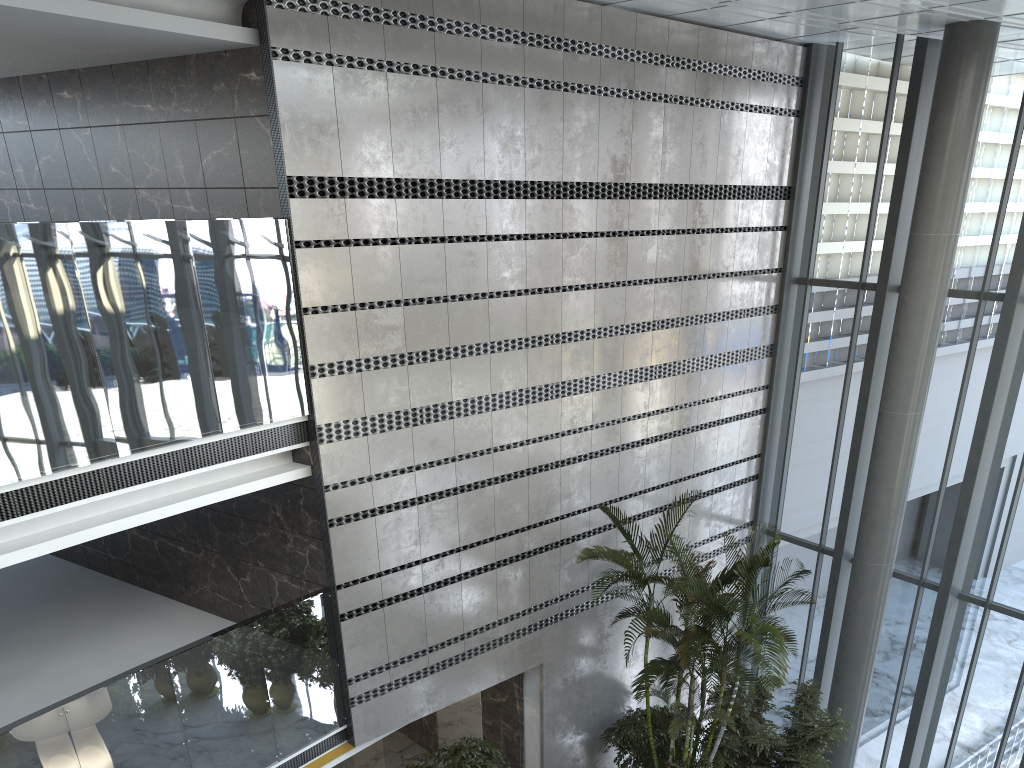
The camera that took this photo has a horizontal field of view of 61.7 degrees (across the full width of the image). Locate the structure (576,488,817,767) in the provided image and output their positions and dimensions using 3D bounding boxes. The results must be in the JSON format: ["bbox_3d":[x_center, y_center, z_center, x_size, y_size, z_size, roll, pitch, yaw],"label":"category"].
[{"bbox_3d":[1.970,3.548,9.713,2.406,5.151,2.311,-15,26,-31],"label":"structure"}]

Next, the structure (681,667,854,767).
[{"bbox_3d":[3.121,4.680,10.538,1.771,2.541,1.772,13,24,32],"label":"structure"}]

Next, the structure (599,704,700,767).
[{"bbox_3d":[1.839,4.926,11.329,1.393,1.712,1.023,0,21,2],"label":"structure"}]

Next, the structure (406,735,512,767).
[{"bbox_3d":[-0.750,5.046,9.599,2.025,2.189,1.472,-3,20,-9],"label":"structure"}]

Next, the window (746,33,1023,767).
[{"bbox_3d":[0.684,1.853,3.656,18.494,11.161,12.392,-7,19,-25],"label":"window"}]
